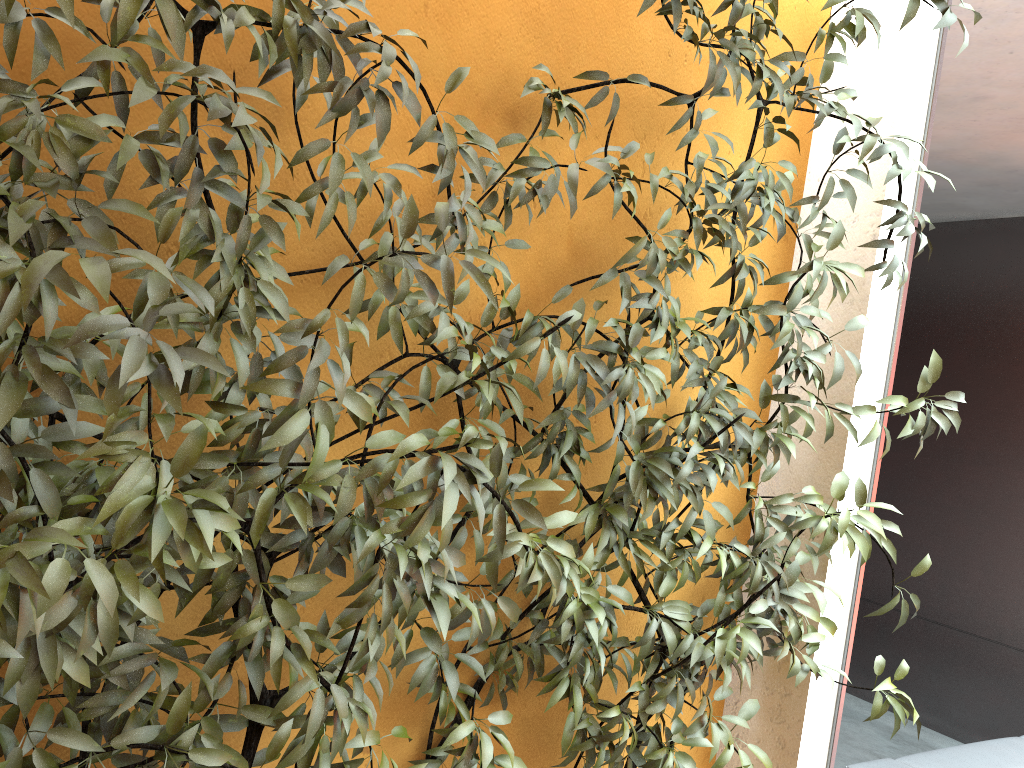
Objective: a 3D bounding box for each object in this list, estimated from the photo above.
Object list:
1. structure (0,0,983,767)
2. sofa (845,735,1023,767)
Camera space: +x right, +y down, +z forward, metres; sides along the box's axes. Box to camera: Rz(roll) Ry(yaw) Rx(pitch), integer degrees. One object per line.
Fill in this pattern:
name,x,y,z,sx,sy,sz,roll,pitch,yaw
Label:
structure,-0.417,0.025,1.302,3.166,2.483,0.622,9,0,-35
sofa,1.976,1.579,2.750,2.025,0.652,0.943,9,0,-34
